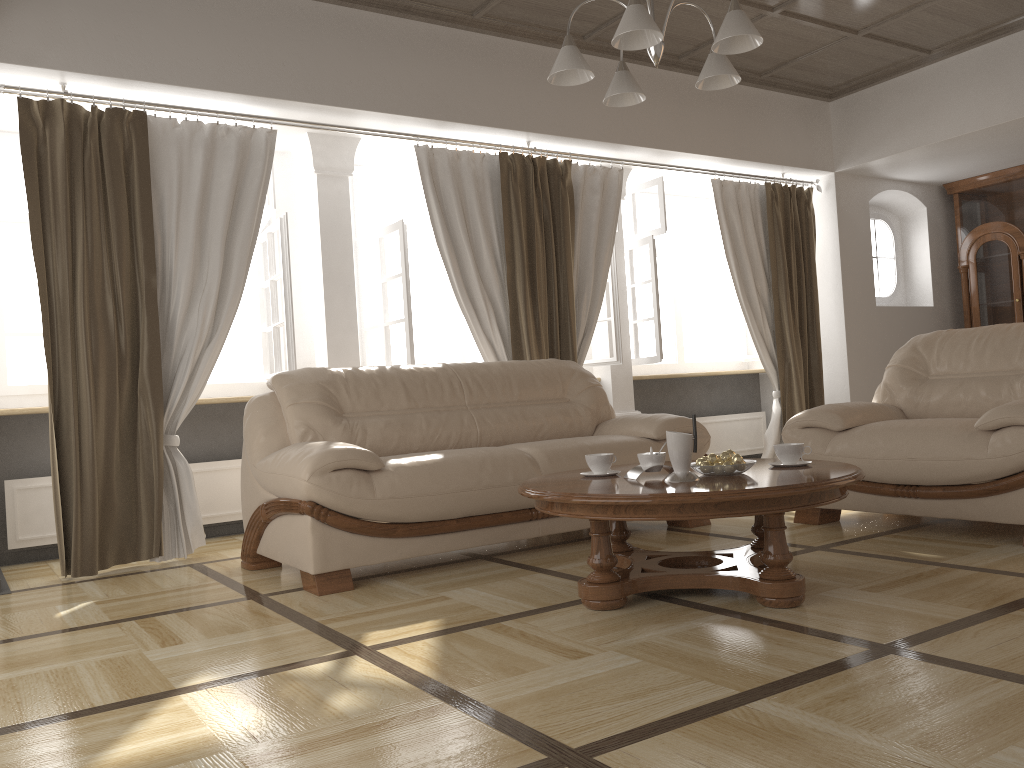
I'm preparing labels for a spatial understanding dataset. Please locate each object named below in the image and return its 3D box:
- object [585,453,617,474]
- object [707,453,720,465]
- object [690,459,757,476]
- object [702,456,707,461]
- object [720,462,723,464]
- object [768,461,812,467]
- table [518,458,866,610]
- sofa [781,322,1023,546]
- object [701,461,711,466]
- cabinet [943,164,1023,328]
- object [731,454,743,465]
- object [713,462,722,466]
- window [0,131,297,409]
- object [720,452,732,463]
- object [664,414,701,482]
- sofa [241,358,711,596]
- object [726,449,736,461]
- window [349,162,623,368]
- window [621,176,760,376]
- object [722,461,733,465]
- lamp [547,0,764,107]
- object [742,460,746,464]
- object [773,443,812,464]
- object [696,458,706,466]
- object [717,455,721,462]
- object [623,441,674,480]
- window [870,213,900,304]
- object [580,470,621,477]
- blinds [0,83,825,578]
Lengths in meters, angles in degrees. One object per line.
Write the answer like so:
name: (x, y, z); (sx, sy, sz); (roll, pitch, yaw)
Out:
object: (0.322, 0.293, 3.237); (0.105, 0.071, 0.114); (-4, -1, 17)
object: (0.675, 0.253, 2.977); (0.038, 0.039, 0.040); (-4, -1, 42)
object: (0.709, 0.284, 2.990); (0.227, 0.039, 0.227); (-4, -1, -8)
object: (0.672, 0.268, 3.063); (0.040, 0.040, 0.038); (-4, -1, 36)
object: (0.701, 0.282, 2.989); (0.039, 0.038, 0.041); (-4, -1, 9)
object: (0.984, 0.284, 3.138); (0.150, 0.010, 0.150); (-3, -1, -43)
table: (0.615, 0.508, 3.089); (1.169, 0.392, 1.167); (-3, -1, -37)
sofa: (2.083, 0.175, 4.070); (1.052, 0.900, 1.318); (-3, -1, -33)
object: (0.648, 0.278, 2.960); (0.037, 0.040, 0.041); (-3, -1, -20)
cabinet: (4.668, -0.648, 6.819); (0.587, 2.298, 2.360); (-3, -1, -33)
object: (0.738, 0.249, 2.905); (0.038, 0.042, 0.038); (-3, -1, -25)
object: (0.687, 0.281, 2.949); (0.038, 0.040, 0.039); (-3, -1, -42)
window: (-1.995, -0.654, 4.836); (1.600, 1.500, 0.781); (-3, -1, -33)
object: (0.709, 0.246, 2.949); (0.037, 0.041, 0.040); (-4, -1, -10)
object: (0.546, 0.207, 2.880); (0.119, 0.210, 0.119); (-4, -1, 35)
sofa: (-0.156, 0.322, 4.285); (2.135, 0.900, 1.051); (-3, -1, -33)
object: (0.742, 0.244, 3.019); (0.038, 0.044, 0.038); (-3, -1, -27)
window: (-0.170, -0.753, 6.032); (1.759, 1.500, 0.784); (-3, -1, -34)
window: (1.505, -0.843, 7.102); (1.653, 1.500, 0.782); (-3, -1, -33)
object: (0.712, 0.273, 2.921); (0.039, 0.039, 0.041); (-4, -1, 35)
lamp: (0.498, -1.647, 3.137); (0.713, 1.094, 0.741); (-3, -1, -33)
object: (0.755, 0.268, 2.935); (0.038, 0.041, 0.041); (-4, -1, 42)
object: (0.983, 0.249, 3.134); (0.105, 0.071, 0.114); (-3, -1, -18)
object: (0.648, 0.273, 3.033); (0.041, 0.038, 0.039); (-4, -1, 11)
object: (0.711, 0.266, 3.069); (0.039, 0.039, 0.041); (-4, -1, 16)
object: (0.482, 0.253, 3.054); (0.178, 0.133, 0.104); (-3, -1, -18)
window: (3.121, -1.076, 7.609); (0.600, 0.784, 0.050); (-3, -1, -33)
object: (0.322, 0.327, 3.232); (0.150, 0.010, 0.150); (-4, -1, 43)
blinds: (0.100, -0.381, 5.486); (5.765, 2.294, 0.285); (-3, -1, -33)
